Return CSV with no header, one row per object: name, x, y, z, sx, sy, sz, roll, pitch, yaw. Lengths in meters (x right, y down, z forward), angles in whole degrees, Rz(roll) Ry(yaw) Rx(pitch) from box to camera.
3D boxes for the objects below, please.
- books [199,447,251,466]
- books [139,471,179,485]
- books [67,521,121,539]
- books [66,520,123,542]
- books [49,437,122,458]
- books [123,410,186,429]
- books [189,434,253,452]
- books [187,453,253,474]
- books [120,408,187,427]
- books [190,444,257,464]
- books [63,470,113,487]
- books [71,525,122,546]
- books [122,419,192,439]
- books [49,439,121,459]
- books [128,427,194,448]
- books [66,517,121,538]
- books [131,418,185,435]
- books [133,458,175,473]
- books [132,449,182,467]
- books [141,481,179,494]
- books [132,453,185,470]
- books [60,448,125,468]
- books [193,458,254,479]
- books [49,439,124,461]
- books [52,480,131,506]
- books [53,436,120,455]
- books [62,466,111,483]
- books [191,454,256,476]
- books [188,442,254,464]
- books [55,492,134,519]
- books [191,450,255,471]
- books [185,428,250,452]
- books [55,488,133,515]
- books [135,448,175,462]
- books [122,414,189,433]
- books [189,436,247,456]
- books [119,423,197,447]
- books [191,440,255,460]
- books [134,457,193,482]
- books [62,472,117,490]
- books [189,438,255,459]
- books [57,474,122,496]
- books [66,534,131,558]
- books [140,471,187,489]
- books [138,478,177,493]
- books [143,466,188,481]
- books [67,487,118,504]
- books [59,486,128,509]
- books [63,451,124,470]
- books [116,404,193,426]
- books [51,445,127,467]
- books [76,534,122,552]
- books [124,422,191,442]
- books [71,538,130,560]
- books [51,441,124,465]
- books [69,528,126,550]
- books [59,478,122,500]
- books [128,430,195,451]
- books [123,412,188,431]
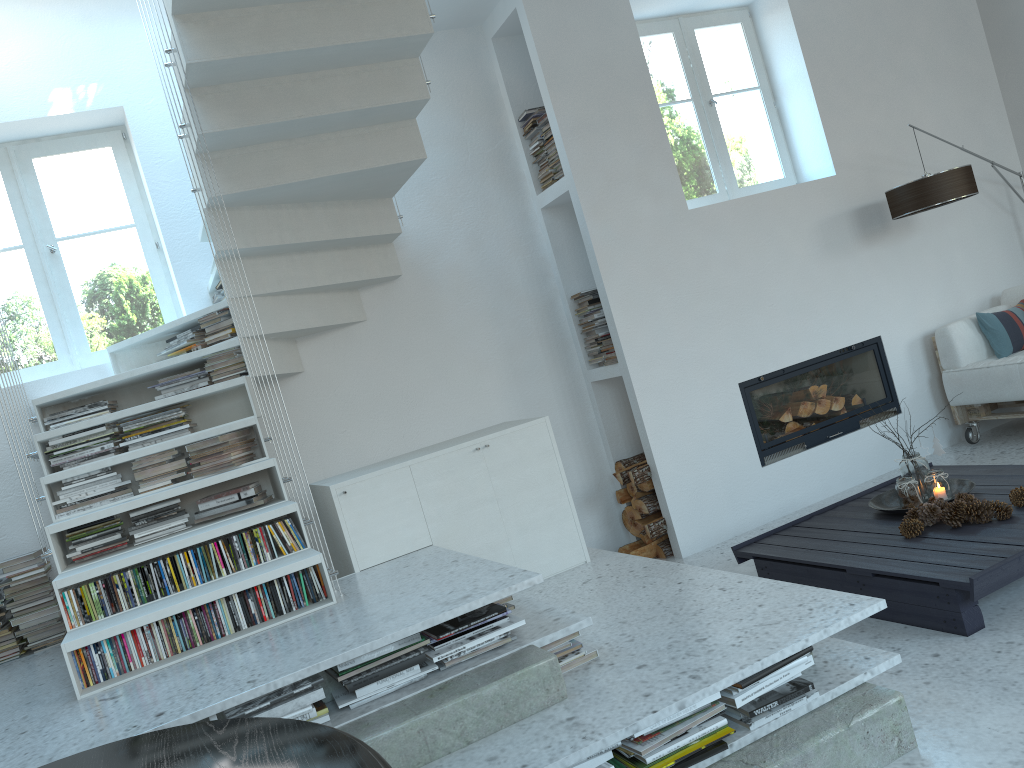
books,-1.176,0.296,3.647,0.138,0.014,0.214,-16,1,5
books,-1.440,0.381,3.618,0.155,0.013,0.139,-17,1,-20
books,-1.597,0.556,3.392,0.188,0.006,0.198,-17,1,-26
books,-1.602,0.565,3.409,0.207,0.009,0.160,-17,1,-26
books,-1.794,0.267,3.757,0.268,0.006,0.170,-17,1,-11
books,-1.519,0.152,3.782,0.239,0.009,0.174,-17,1,-13
books,-1.194,0.242,3.646,0.161,0.005,0.254,-16,1,10
books,-1.195,0.325,3.652,0.189,0.007,0.254,-16,1,5
books,-1.520,0.142,3.774,0.243,0.013,0.191,-17,1,-11
books,-1.179,0.286,3.647,0.146,0.006,0.295,-16,1,12
books,-1.715,0.382,3.589,0.180,0.014,0.157,-17,1,-26
books,-1.600,0.580,3.416,0.181,0.022,0.140,-17,1,-29
books,-1.507,0.192,3.779,0.260,0.009,0.187,-17,1,-12
books,-1.792,0.273,3.759,0.262,0.006,0.184,-16,1,-7
books,-1.500,0.230,3.802,0.249,0.014,0.130,-16,1,-9
books,-1.607,0.549,3.411,0.194,0.012,0.161,-17,1,-25
books,-1.512,0.181,3.790,0.196,0.014,0.154,-16,1,-9
books,-1.458,0.332,3.616,0.129,0.012,0.159,-16,1,-8
books,-1.449,0.301,3.621,0.190,0.017,0.166,-17,1,-20
books,-1.437,0.422,3.616,0.132,0.007,0.162,-17,1,-13
books,-1.443,0.315,3.622,0.156,0.012,0.218,-16,1,-6
books,-1.782,0.313,3.772,0.228,0.014,0.149,-16,1,-10
books,-1.184,0.344,3.652,0.183,0.012,0.205,-16,1,5
books,-1.792,0.278,3.768,0.292,0.005,0.152,-16,1,-10
books,-1.702,0.440,3.600,0.296,0.012,0.145,-17,1,-23
books,-1.796,0.259,3.758,0.231,0.011,0.171,-17,1,-11
books,-1.720,0.368,3.591,0.180,0.014,0.157,-17,1,-24
books,-1.182,0.331,3.651,0.189,0.013,0.215,-16,1,10
books,-1.196,0.282,3.649,0.171,0.011,0.231,-16,1,14
books,-1.679,0.488,3.581,0.287,0.018,0.190,-17,1,-23
books,-1.185,0.312,3.650,0.180,0.011,0.221,-16,1,9
books,-1.206,0.230,3.647,0.157,0.025,0.233,-16,1,15
books,-1.693,0.473,3.603,0.288,0.017,0.136,-17,1,-24
books,-1.457,0.290,3.618,0.154,0.009,0.155,-17,1,-22
books,-1.513,0.171,3.779,0.254,0.007,0.177,-17,1,-14
books,-1.206,0.256,3.649,0.179,0.016,0.184,-16,1,6
books,-1.498,0.216,3.773,0.287,0.013,0.182,-16,1,-8
books,-1.184,0.269,3.646,0.146,0.007,0.295,-16,1,8
books,-1.422,0.346,3.627,0.221,0.036,0.178,-17,1,-18
books,-1.708,0.393,3.580,0.203,0.011,0.173,-17,1,-27
books,-1.186,0.262,3.646,0.146,0.007,0.295,-16,1,12
books,-1.710,0.408,3.595,0.239,0.017,0.150,-17,1,-24
books,-1.583,0.619,3.404,0.225,0.012,0.159,-17,1,-14
books,-1.422,0.390,3.624,0.177,0.014,0.200,-17,1,-18
books,-1.444,0.412,3.615,0.128,0.016,0.184,-17,1,-15
books,-1.420,0.366,3.626,0.181,0.005,0.188,-17,1,-22
books,-1.696,0.450,3.591,0.179,0.010,0.160,-17,1,-19
books,-1.696,0.460,3.600,0.254,0.010,0.138,-17,1,-25
books,-1.779,0.326,3.780,0.211,0.014,0.146,-16,1,-7
books,-1.529,0.134,3.801,0.297,0.007,0.134,-17,1,-13
books,-1.784,0.301,3.760,0.274,0.009,0.176,-16,1,-9
books,-1.592,0.608,3.417,0.165,0.015,0.146,-17,1,-28
books,-1.502,0.202,3.772,0.243,0.014,0.191,-16,1,-9
books,-1.581,0.630,3.407,0.216,0.009,0.158,-17,1,-29
books,-1.788,0.289,3.760,0.264,0.018,0.166,-16,1,-3
books,-1.598,0.596,3.423,0.198,0.010,0.132,-17,1,-18
books,-1.707,0.425,3.601,0.230,0.019,0.143,-17,1,-23
books,-1.496,0.243,3.802,0.258,0.013,0.136,-16,1,-10
books,-1.518,0.162,3.793,0.256,0.011,0.144,-17,1,-15
